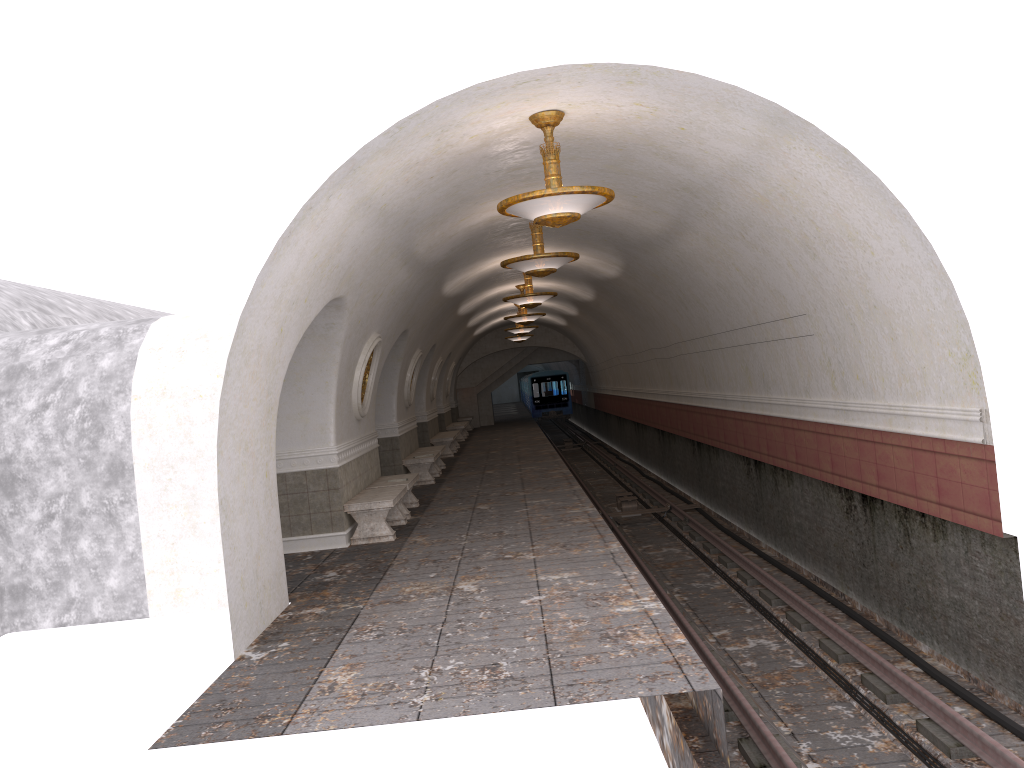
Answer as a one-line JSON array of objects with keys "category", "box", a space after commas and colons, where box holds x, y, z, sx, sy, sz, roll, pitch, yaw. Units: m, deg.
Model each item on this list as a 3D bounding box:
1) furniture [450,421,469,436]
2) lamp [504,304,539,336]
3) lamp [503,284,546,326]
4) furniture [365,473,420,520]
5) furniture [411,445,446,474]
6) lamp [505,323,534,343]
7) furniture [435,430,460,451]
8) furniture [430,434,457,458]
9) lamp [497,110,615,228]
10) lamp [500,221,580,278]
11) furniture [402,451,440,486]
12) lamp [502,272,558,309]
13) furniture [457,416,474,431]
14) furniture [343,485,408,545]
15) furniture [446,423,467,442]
[{"category": "furniture", "box": [-1.834, 1.621, 31.203, 0.613, 0.508, 1.509, -6, 0, 0]}, {"category": "lamp", "box": [0.247, -1.867, 25.729, 1.008, 0.955, 1.008, -6, 0, 16]}, {"category": "lamp", "box": [0.273, -1.851, 20.901, 1.008, 0.955, 1.008, -6, 0, 16]}, {"category": "furniture", "box": [-1.738, 1.682, 13.211, 0.613, 0.508, 1.509, -6, 0, 0]}, {"category": "furniture", "box": [-1.770, 1.662, 19.220, 0.613, 0.508, 1.509, -6, 0, 0]}, {"category": "lamp", "box": [0.221, -1.883, 30.559, 1.008, 0.955, 1.008, -6, 0, -44]}, {"category": "furniture", "box": [-1.802, 1.641, 25.241, 0.613, 0.508, 1.509, -6, 0, 0]}, {"category": "furniture", "box": [-1.793, 1.647, 23.560, 0.613, 0.508, 1.509, -6, 0, 0]}, {"category": "lamp", "box": [0.345, -1.806, 7.554, 1.008, 0.955, 1.008, -6, 0, -44]}, {"category": "lamp", "box": [0.325, -1.818, 11.209, 1.008, 0.955, 1.008, -6, 0, -16]}, {"category": "furniture", "box": [-1.761, 1.667, 17.539, 0.613, 0.508, 1.509, -6, 0, 0]}, {"category": "lamp", "box": [0.299, -1.835, 16.071, 1.008, 0.955, 1.008, -6, 0, -16]}, {"category": "furniture", "box": [-1.859, 1.605, 35.824, 0.613, 0.508, 1.509, -6, 0, 0]}, {"category": "furniture", "box": [-1.729, 1.688, 11.530, 0.613, 0.508, 1.509, -6, 0, 0]}, {"category": "furniture", "box": [-1.825, 1.627, 29.522, 0.613, 0.508, 1.509, -6, 0, 0]}]
